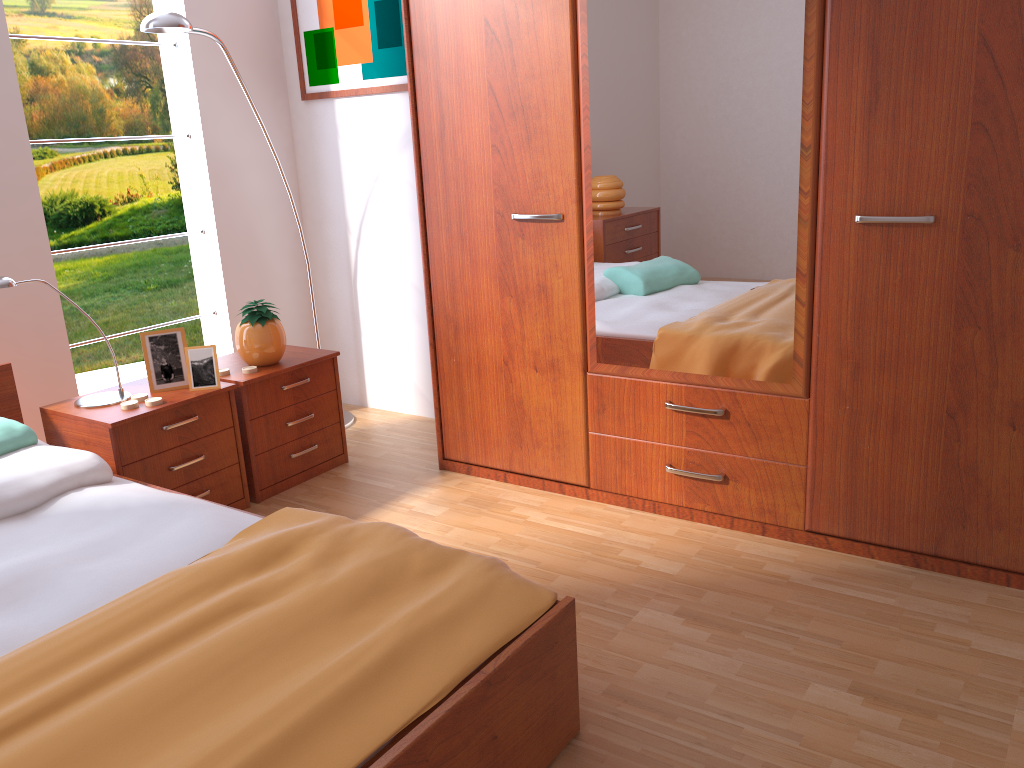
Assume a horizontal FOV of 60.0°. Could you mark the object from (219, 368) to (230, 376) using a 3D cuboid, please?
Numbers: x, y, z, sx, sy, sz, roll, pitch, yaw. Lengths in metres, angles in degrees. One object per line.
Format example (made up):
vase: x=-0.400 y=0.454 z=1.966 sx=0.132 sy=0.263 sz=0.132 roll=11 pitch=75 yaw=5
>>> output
object: x=-0.971 y=-0.038 z=2.971 sx=0.049 sy=0.018 sz=0.049 roll=3 pitch=17 yaw=21

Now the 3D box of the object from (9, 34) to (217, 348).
object: x=-1.846 y=-0.898 z=2.667 sx=0.033 sy=1.815 sz=2.205 roll=8 pitch=19 yaw=33

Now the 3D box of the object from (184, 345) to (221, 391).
object: x=-0.971 y=-0.050 z=2.784 sx=0.094 sy=0.137 sz=0.027 roll=-6 pitch=16 yaw=-10

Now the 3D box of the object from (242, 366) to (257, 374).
object: x=-0.881 y=-0.046 z=2.981 sx=0.049 sy=0.018 sz=0.049 roll=3 pitch=17 yaw=21

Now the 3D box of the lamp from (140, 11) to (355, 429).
lamp: x=-0.936 y=-0.529 z=3.381 sx=0.387 sy=1.603 sz=0.799 roll=-1 pitch=16 yaw=7

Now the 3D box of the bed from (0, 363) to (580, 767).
bed: x=-1.059 y=0.475 z=1.731 sx=1.990 sy=0.560 sz=1.632 roll=8 pitch=19 yaw=33

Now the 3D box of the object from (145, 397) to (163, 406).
object: x=-1.075 y=0.055 z=2.663 sx=0.049 sy=0.018 sz=0.049 roll=3 pitch=17 yaw=21

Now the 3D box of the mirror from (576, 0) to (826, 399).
mirror: x=0.477 y=-0.743 z=2.359 sx=0.681 sy=1.556 sz=0.037 roll=8 pitch=19 yaw=33

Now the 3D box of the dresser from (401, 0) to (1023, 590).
dresser: x=0.641 y=-0.587 z=2.554 sx=2.017 sy=2.004 sz=0.487 roll=8 pitch=19 yaw=33

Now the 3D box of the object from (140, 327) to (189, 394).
object: x=-1.087 y=-0.075 z=2.796 sx=0.131 sy=0.191 sz=0.037 roll=-10 pitch=17 yaw=-24

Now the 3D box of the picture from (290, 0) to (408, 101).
picture: x=-0.624 y=-1.406 z=3.488 sx=0.645 sy=0.517 sz=0.030 roll=8 pitch=19 yaw=33

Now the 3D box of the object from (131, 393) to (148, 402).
object: x=-1.140 y=0.043 z=2.715 sx=0.049 sy=0.018 sz=0.049 roll=3 pitch=17 yaw=21

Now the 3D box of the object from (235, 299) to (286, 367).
object: x=-0.870 y=-0.177 z=3.061 sx=0.170 sy=0.223 sz=0.169 roll=1 pitch=16 yaw=14

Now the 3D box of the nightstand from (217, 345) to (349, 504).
nightstand: x=-0.888 y=0.130 z=3.193 sx=0.377 sy=0.442 sz=0.439 roll=8 pitch=19 yaw=33

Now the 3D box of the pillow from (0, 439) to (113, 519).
pillow: x=-1.461 y=0.288 z=2.305 sx=0.574 sy=0.182 sz=0.630 roll=7 pitch=19 yaw=32

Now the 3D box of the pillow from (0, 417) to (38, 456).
pillow: x=-1.494 y=0.180 z=2.366 sx=0.276 sy=0.116 sz=0.322 roll=6 pitch=18 yaw=30

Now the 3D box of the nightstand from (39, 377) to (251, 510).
nightstand: x=-1.148 y=0.248 z=2.826 sx=0.377 sy=0.442 sz=0.439 roll=8 pitch=19 yaw=33

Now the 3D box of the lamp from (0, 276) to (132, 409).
lamp: x=-1.302 y=-0.127 z=2.598 sx=0.163 sy=0.421 sz=0.337 roll=3 pitch=17 yaw=22

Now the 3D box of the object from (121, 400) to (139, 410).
object: x=-1.139 y=0.064 z=2.642 sx=0.049 sy=0.018 sz=0.049 roll=3 pitch=17 yaw=21
